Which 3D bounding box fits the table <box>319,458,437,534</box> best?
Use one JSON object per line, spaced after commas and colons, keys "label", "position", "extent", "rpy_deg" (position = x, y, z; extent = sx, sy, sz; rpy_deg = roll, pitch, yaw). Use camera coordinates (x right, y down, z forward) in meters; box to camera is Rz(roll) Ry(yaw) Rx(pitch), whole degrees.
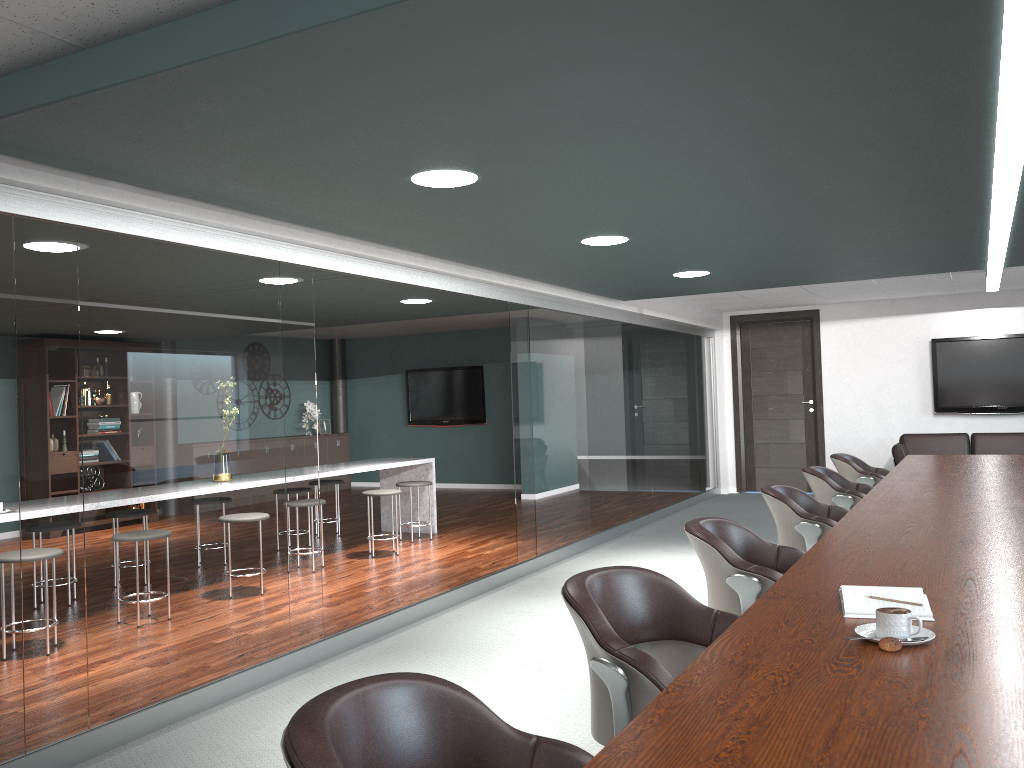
{"label": "table", "position": [-2.044, 1.045, 6.366], "extent": [0.609, 0.699, 4.577], "rpy_deg": [-3, -1, 28]}

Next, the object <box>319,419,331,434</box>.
{"label": "object", "position": [-2.696, 0.617, 12.780], "extent": [0.174, 0.207, 0.042], "rpy_deg": [-1, -2, -43]}

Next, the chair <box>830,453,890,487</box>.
{"label": "chair", "position": [2.441, 0.853, 6.001], "extent": [0.518, 0.761, 0.535], "rpy_deg": [-3, -1, 34]}

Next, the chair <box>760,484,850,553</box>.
{"label": "chair", "position": [1.421, 0.850, 4.067], "extent": [0.518, 0.761, 0.535], "rpy_deg": [-3, -1, 34]}

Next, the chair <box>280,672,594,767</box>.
{"label": "chair", "position": [-0.054, 0.845, 1.271], "extent": [0.518, 0.761, 0.535], "rpy_deg": [-3, -1, 34]}

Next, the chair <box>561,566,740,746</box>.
{"label": "chair", "position": [0.388, 0.847, 2.109], "extent": [0.535, 0.761, 0.518], "rpy_deg": [-1, -1, -42]}

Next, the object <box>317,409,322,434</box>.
{"label": "object", "position": [-2.851, 0.479, 12.659], "extent": [0.221, 0.495, 0.600], "rpy_deg": [-2, -1, 2]}

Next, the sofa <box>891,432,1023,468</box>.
{"label": "sofa", "position": [5.139, 0.809, 7.554], "extent": [1.976, 0.728, 4.057], "rpy_deg": [-2, -1, -19]}

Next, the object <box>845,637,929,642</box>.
{"label": "object", "position": [0.720, 0.492, 1.702], "extent": [0.155, 0.012, 0.034], "rpy_deg": [-2, -1, 5]}

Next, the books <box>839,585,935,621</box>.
{"label": "books", "position": [0.848, 0.488, 2.030], "extent": [0.180, 0.032, 0.285], "rpy_deg": [-2, -1, 18]}

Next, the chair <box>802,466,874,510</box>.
{"label": "chair", "position": [1.929, 0.851, 5.013], "extent": [0.523, 0.761, 0.533], "rpy_deg": [-2, -1, 9]}

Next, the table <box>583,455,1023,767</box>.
{"label": "table", "position": [1.967, 0.843, 3.235], "extent": [1.374, 0.706, 6.694], "rpy_deg": [-3, -1, 28]}

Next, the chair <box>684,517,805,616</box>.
{"label": "chair", "position": [0.861, 0.848, 3.005], "extent": [0.518, 0.761, 0.535], "rpy_deg": [-3, -1, 34]}

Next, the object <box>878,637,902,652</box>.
{"label": "object", "position": [0.714, 0.491, 1.673], "extent": [0.044, 0.021, 0.041], "rpy_deg": [-2, -1, 20]}

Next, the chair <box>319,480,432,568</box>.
{"label": "chair", "position": [-2.079, 1.142, 6.419], "extent": [1.479, 0.512, 4.029], "rpy_deg": [-3, -1, 27]}

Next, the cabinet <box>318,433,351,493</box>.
{"label": "cabinet", "position": [-5.427, 1.128, 7.757], "extent": [0.402, 0.820, 12.287], "rpy_deg": [-3, -1, 28]}

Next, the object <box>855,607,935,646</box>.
{"label": "object", "position": [0.752, 0.474, 1.747], "extent": [0.146, 0.056, 0.146], "rpy_deg": [-1, -1, -38]}

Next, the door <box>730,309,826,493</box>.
{"label": "door", "position": [3.162, 0.219, 10.531], "extent": [1.038, 2.130, 0.139], "rpy_deg": [-3, -1, 28]}
